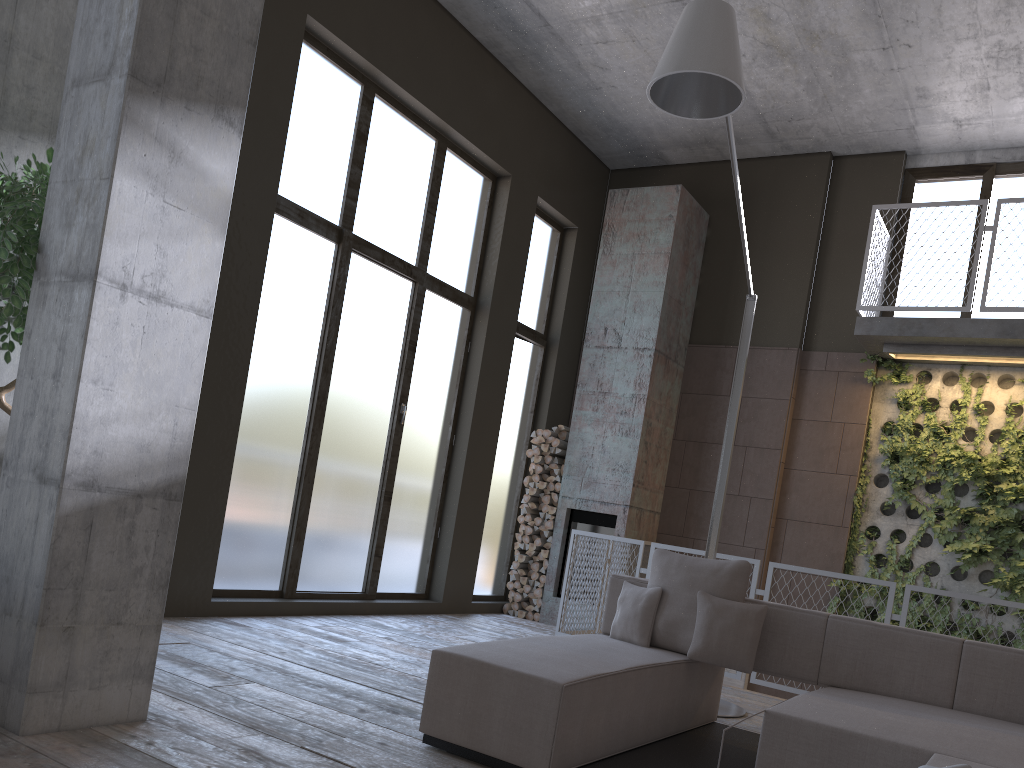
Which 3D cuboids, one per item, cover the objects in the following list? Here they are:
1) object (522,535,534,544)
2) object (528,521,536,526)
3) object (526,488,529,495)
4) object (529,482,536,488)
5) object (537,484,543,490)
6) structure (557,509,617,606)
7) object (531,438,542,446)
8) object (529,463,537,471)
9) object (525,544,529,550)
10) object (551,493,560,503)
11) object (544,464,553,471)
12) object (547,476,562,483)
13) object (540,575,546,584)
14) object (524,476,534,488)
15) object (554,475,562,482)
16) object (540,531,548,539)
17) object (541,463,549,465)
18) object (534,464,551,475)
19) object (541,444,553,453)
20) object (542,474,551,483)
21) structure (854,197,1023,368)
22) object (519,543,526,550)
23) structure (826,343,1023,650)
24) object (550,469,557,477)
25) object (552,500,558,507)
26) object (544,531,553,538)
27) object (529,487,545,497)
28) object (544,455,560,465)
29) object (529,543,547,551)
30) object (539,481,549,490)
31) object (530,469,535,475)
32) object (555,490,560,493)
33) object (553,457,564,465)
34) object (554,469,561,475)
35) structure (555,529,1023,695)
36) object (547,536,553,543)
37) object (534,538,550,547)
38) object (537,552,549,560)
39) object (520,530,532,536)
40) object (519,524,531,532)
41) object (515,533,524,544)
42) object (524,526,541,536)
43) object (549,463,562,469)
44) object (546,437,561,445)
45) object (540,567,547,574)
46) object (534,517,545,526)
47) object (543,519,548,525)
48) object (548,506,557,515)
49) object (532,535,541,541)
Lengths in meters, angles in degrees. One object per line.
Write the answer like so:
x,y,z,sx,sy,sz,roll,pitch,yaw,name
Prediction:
0.258,1.684,9.436,0.091,0.093,0.445,7,-8,32,object
0.286,1.505,9.384,0.088,0.056,0.338,5,-9,32,object
0.275,1.181,9.420,0.066,0.067,0.430,7,-8,32,object
0.311,1.110,9.455,0.067,0.066,0.430,7,-9,32,object
0.418,1.112,9.363,0.114,0.079,0.443,6,-9,32,object
0.791,1.766,8.940,0.570,0.923,0.057,8,-1,33,structure
0.347,0.645,9.460,0.121,0.068,0.370,5,-9,34,object
0.305,0.920,9.450,0.100,0.102,0.298,6,-8,34,object
0.273,1.764,9.411,0.066,0.067,0.430,7,-8,32,object
0.532,1.222,9.260,0.088,0.107,0.372,7,-8,32,object
0.450,0.905,9.375,0.064,0.074,0.366,7,-8,31,object
0.522,1.047,9.355,0.114,0.079,0.443,6,-9,32,object
0.437,2.075,9.290,0.091,0.091,0.445,7,-8,32,object
0.242,1.071,9.459,0.063,0.124,0.370,8,-7,32,object
0.580,1.024,9.298,0.071,0.072,0.430,7,-8,32,object
0.415,1.632,9.415,0.103,0.101,0.297,7,-8,32,object
0.392,0.858,9.385,0.088,0.056,0.338,5,-9,32,object
0.359,0.925,9.362,0.097,0.106,0.299,7,-8,34,object
0.466,0.718,9.361,0.093,0.082,0.488,6,-9,32,object
0.445,1.032,9.418,0.100,0.086,0.369,6,-9,32,object
4.183,0.577,6.434,3.651,4.292,3.084,7,-4,33,structure
0.205,1.757,9.454,0.067,0.066,0.430,7,-9,32,object
4.188,1.346,7.693,2.603,3.802,1.018,7,-2,33,structure
0.520,0.985,9.416,0.103,0.101,0.297,7,-8,32,object
0.543,1.282,9.330,0.100,0.086,0.369,6,-9,32,object
0.455,1.613,9.307,0.066,0.084,0.433,7,-8,31,object
0.338,1.175,9.378,0.093,0.083,0.488,6,-9,32,object
0.488,0.837,9.350,0.090,0.089,0.463,7,-8,31,object
0.336,1.758,9.369,0.093,0.083,0.488,6,-9,32,object
0.442,1.111,9.370,0.093,0.083,0.488,6,-9,32,object
0.268,0.951,9.369,0.045,0.072,0.255,8,-8,32,object
0.573,1.113,9.261,0.100,0.102,0.298,6,-8,34,object
0.563,0.838,9.338,0.066,0.070,0.431,7,-8,32,object
0.560,0.966,9.308,0.066,0.084,0.433,7,-8,31,object
2.798,2.051,7.254,4.393,0.928,1.962,4,-9,33,structure
0.496,1.647,9.278,0.066,0.084,0.433,7,-8,31,object
0.392,1.693,9.318,0.090,0.089,0.463,6,-8,34,object
0.422,1.840,9.329,0.090,0.089,0.463,7,-8,32,object
0.163,1.598,9.368,0.045,0.072,0.255,8,-8,32,object
0.199,1.567,9.449,0.100,0.102,0.298,6,-8,34,object
0.159,1.676,9.448,0.088,0.107,0.372,7,-8,32,object
0.254,1.572,9.361,0.097,0.106,0.299,7,-8,34,object
0.535,0.897,9.317,0.121,0.067,0.370,5,-9,34,object
0.493,0.628,9.312,0.103,0.083,0.369,6,-9,32,object
0.425,1.978,9.296,0.071,0.072,0.430,7,-8,32,object
0.382,1.484,9.349,0.090,0.089,0.463,7,-8,31,object
0.458,1.485,9.337,0.066,0.070,0.431,7,-8,32,object
0.540,1.360,9.282,0.093,0.083,0.488,6,-9,32,object
0.339,1.679,9.417,0.100,0.086,0.369,6,-9,32,object
